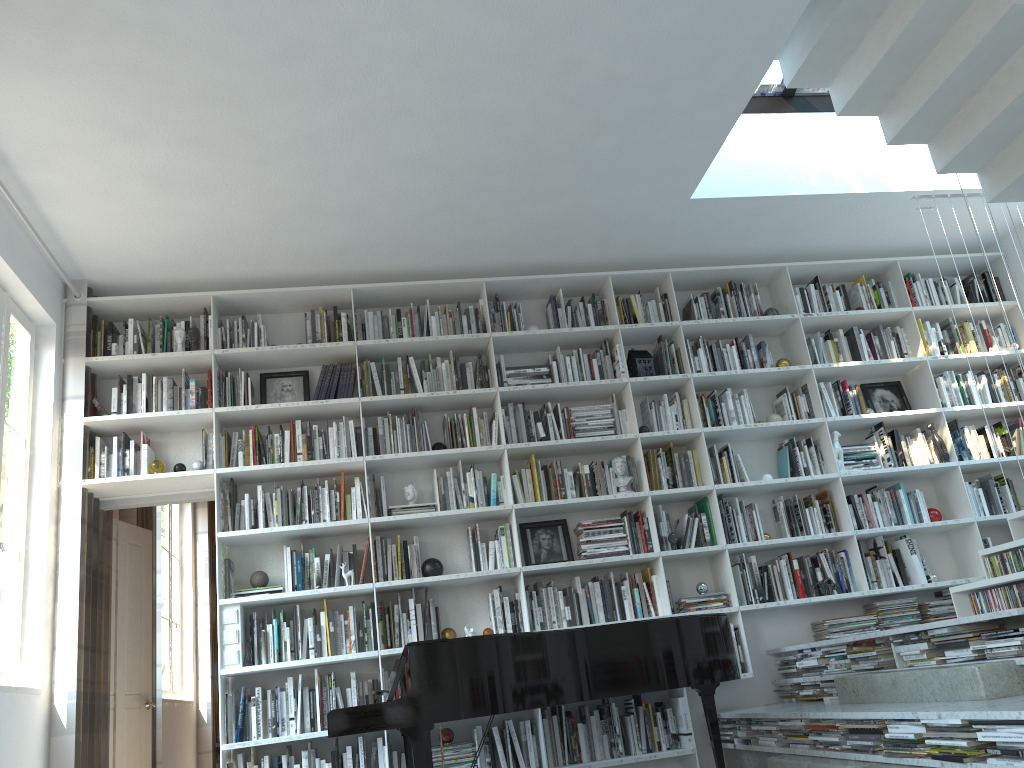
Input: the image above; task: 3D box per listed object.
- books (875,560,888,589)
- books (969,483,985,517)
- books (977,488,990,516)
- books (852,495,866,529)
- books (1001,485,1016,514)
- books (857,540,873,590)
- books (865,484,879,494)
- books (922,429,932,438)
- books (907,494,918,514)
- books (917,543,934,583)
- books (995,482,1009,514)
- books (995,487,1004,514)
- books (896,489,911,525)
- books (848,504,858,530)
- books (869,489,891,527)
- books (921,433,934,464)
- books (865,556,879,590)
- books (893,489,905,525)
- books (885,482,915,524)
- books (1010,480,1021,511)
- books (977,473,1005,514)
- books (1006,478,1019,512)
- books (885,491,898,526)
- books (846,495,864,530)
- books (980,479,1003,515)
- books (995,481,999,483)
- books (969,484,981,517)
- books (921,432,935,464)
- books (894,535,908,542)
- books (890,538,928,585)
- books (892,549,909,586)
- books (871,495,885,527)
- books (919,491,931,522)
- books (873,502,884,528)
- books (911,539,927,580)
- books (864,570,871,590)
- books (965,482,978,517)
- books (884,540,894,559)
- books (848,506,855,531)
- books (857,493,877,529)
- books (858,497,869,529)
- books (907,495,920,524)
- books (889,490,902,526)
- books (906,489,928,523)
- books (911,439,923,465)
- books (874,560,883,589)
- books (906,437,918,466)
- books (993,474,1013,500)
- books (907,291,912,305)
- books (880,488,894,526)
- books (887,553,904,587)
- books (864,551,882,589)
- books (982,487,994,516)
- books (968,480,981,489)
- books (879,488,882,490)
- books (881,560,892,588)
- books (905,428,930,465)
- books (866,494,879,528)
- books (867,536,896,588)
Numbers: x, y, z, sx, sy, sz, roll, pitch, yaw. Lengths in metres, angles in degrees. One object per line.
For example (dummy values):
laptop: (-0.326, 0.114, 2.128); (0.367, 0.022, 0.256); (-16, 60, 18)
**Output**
books: (2.311, 1.220, 5.622); (0.030, 0.187, 0.140); (-4, -19, -10)
books: (3.047, 0.793, 5.880); (0.022, 0.241, 0.152); (-4, -19, -10)
books: (3.075, 0.809, 5.873); (0.029, 0.200, 0.173); (-4, -19, -10)
books: (2.216, 0.852, 5.736); (0.024, 0.246, 0.144); (-4, -19, -10)
books: (3.268, 0.792, 5.905); (0.021, 0.204, 0.175); (-4, -19, -10)
books: (2.219, 1.165, 5.638); (0.013, 0.326, 0.131); (-4, -19, -10)
books: (2.376, 0.814, 5.768); (0.013, 0.298, 0.148); (-4, -19, -10)
books: (2.836, 0.449, 5.995); (0.029, 0.282, 0.139); (-4, -19, -10)
books: (2.602, 0.839, 5.804); (0.037, 0.218, 0.140); (-4, -19, -10)
books: (2.607, 1.157, 5.685); (0.062, 0.273, 0.148); (-4, -19, -10)
books: (3.221, 0.787, 5.912); (0.014, 0.229, 0.173); (-4, -19, -10)
books: (3.189, 0.806, 5.907); (0.027, 0.200, 0.164); (-4, -19, -10)
books: (2.509, 0.826, 5.770); (0.023, 0.243, 0.190); (-4, -19, -10)
books: (2.160, 0.883, 5.708); (0.022, 0.183, 0.163); (-4, -19, -10)
books: (2.362, 0.829, 5.737); (0.028, 0.254, 0.192); (-4, -19, -10)
books: (2.737, 0.467, 5.941); (0.041, 0.238, 0.177); (-4, -19, -10)
books: (2.245, 1.212, 5.613); (0.023, 0.213, 0.164); (-4, -19, -10)
books: (2.488, 0.832, 5.792); (0.012, 0.253, 0.161); (-4, -19, -10)
books: (2.530, 0.804, 5.785); (0.026, 0.289, 0.182); (-4, -19, -10)
books: (3.325, 0.777, 5.936); (0.013, 0.239, 0.167); (-4, -19, -10)
books: (3.203, 0.759, 5.926); (0.013, 0.296, 0.142); (-4, -19, -10)
books: (3.311, 0.773, 5.940); (0.012, 0.253, 0.161); (-4, -19, -10)
books: (2.431, 0.837, 5.775); (0.026, 0.245, 0.166); (-4, -19, -10)
books: (2.183, 0.852, 5.719); (0.047, 0.243, 0.178); (-4, -19, -10)
books: (3.150, 0.776, 5.881); (0.027, 0.247, 0.185); (-4, -19, -10)
books: (3.238, 0.786, 5.933); (0.027, 0.241, 0.132); (-4, -19, -10)
books: (3.018, 0.798, 5.873); (0.037, 0.235, 0.153); (-4, -19, -10)
books: (2.766, 0.462, 5.962); (0.024, 0.254, 0.145); (-4, -19, -10)
books: (2.540, 1.141, 5.694); (0.012, 0.325, 0.137); (-4, -19, -10)
books: (2.492, 1.142, 5.625); (0.075, 0.290, 0.256); (-4, -19, -10)
books: (2.438, 1.185, 5.647); (0.031, 0.238, 0.172); (-4, -19, -10)
books: (2.341, 0.850, 5.751); (0.012, 0.228, 0.180); (-4, -19, -10)
books: (2.658, 0.831, 5.808); (0.027, 0.222, 0.170); (-4, -19, -10)
books: (2.326, 0.870, 5.731); (0.027, 0.181, 0.187); (-4, -19, -10)
books: (2.564, 1.150, 5.671); (0.025, 0.286, 0.160); (-4, -19, -10)
books: (2.203, 1.220, 5.617); (0.033, 0.212, 0.140); (-4, -19, -10)
books: (2.988, 0.790, 5.863); (0.024, 0.251, 0.176); (-4, -19, -10)
books: (2.411, 1.162, 5.671); (0.010, 0.303, 0.132); (-4, -19, -10)
books: (2.138, 0.885, 5.706); (0.023, 0.186, 0.160); (-4, -19, -10)
books: (2.261, 0.843, 5.727); (0.045, 0.245, 0.186); (-4, -19, -10)
books: (2.236, 0.858, 5.724); (0.011, 0.222, 0.163); (-4, -19, -10)
books: (2.572, 0.845, 5.781); (0.030, 0.200, 0.190); (-4, -19, -10)
books: (2.454, 0.828, 5.761); (0.014, 0.248, 0.177); (-4, -19, -10)
books: (2.632, 0.826, 5.804); (0.025, 0.234, 0.182); (-4, -19, -10)
books: (2.682, 0.491, 5.947); (0.025, 0.212, 0.156); (-4, -19, -10)
books: (2.283, 1.212, 5.620); (0.025, 0.209, 0.138); (-4, -19, -10)
books: (2.653, 0.485, 5.952); (0.028, 0.234, 0.129); (-4, -19, -10)
books: (3.278, 0.757, 5.929); (0.011, 0.283, 0.161); (-4, -19, -10)
books: (2.803, -0.564, 6.348); (0.025, 0.222, 0.137); (-4, -19, -10)
books: (2.393, 0.825, 5.748); (0.012, 0.261, 0.187); (-4, -19, -10)
books: (2.389, 1.197, 5.631); (0.052, 0.216, 0.185); (-4, -19, -10)
books: (2.263, 1.194, 5.611); (0.015, 0.242, 0.157); (-4, -19, -10)
books: (3.123, 0.806, 5.895); (0.025, 0.207, 0.149); (-4, -19, -10)
books: (3.094, 0.783, 5.906); (0.024, 0.266, 0.133); (-4, -19, -10)
books: (2.412, 0.825, 5.773); (0.011, 0.271, 0.152); (-4, -19, -10)
books: (2.339, 1.217, 5.620); (0.024, 0.184, 0.150); (-4, -19, -10)
books: (2.705, 0.453, 5.938); (0.021, 0.270, 0.192); (-4, -19, -10)
books: (2.294, 0.850, 5.747); (0.026, 0.238, 0.178); (-4, -19, -10)
books: (2.349, 1.146, 5.644); (0.014, 0.332, 0.169); (-4, -19, -10)
